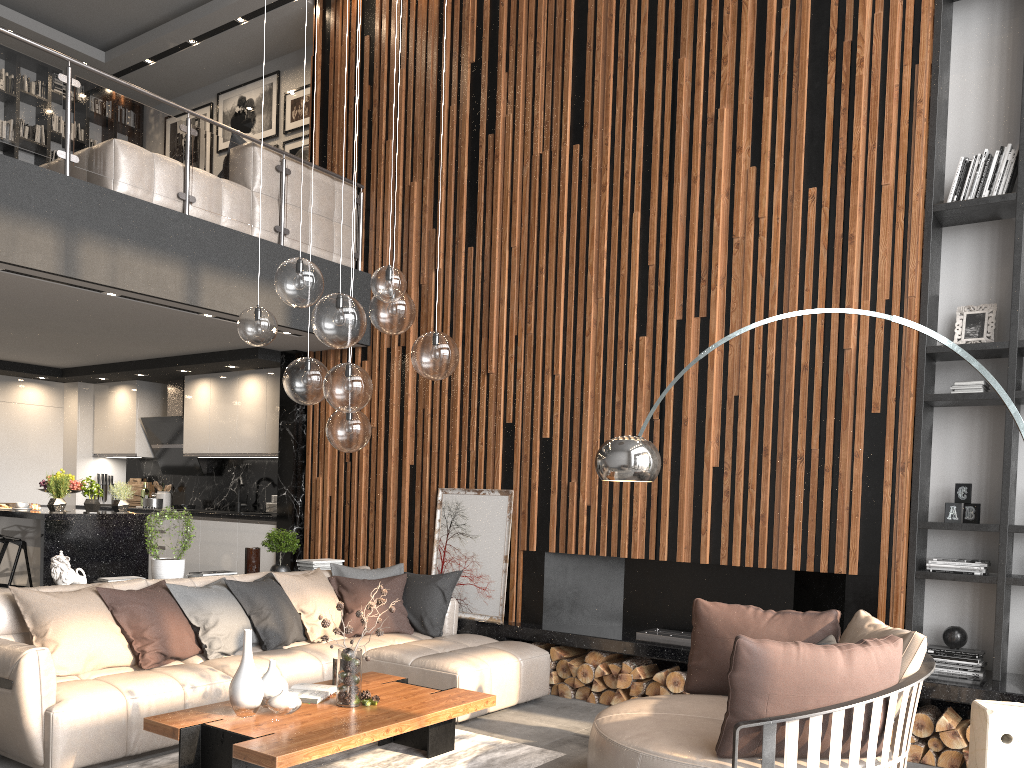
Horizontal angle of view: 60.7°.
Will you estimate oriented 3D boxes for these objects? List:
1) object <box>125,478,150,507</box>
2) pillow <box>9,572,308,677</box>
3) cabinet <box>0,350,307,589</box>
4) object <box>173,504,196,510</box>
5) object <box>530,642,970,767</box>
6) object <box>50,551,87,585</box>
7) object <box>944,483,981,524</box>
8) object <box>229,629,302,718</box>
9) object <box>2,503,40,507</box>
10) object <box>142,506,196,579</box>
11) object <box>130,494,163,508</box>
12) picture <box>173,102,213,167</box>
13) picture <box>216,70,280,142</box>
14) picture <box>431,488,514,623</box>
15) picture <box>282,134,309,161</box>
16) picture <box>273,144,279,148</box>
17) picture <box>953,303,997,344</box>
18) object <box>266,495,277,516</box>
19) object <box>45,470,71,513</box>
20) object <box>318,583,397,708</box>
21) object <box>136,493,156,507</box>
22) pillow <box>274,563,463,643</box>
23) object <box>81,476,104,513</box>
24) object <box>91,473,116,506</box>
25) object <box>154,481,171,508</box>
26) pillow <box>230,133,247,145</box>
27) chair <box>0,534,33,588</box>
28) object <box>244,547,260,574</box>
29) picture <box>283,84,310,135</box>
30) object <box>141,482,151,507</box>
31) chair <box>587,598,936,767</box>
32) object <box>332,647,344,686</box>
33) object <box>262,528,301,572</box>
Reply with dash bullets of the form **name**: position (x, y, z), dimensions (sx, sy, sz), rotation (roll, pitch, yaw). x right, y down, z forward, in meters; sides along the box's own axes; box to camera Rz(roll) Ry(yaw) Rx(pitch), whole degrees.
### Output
- **object**: position (-4.389, 1.265, 10.216), dimensions (0.400, 0.331, 0.098), rotation (-1, -1, 35)
- **pillow**: position (-1.949, 1.429, 5.311), dimensions (0.541, 0.497, 1.956), rotation (0, -7, 34)
- **cabinet**: position (-4.324, 0.672, 8.025), dimensions (6.193, 3.245, 3.641), rotation (-2, -5, 35)
- **object**: position (-3.549, 1.314, 9.388), dimensions (0.232, 0.060, 0.354), rotation (0, -7, 14)
- **object**: position (1.714, 1.990, 5.412), dimensions (4.033, 0.391, 0.438), rotation (-3, -6, 36)
- **object**: position (-2.704, 1.160, 5.341), dimensions (0.208, 0.290, 0.135), rotation (3, 0, -36)
- **object**: position (2.654, 0.703, 5.153), dimensions (0.188, 0.235, 0.059), rotation (1, 0, 33)
- **object**: position (-1.164, 1.333, 4.075), dimensions (0.317, 0.398, 0.319), rotation (3, -2, -36)
- **object**: position (-4.832, 1.175, 8.502), dimensions (0.400, 0.030, 0.292), rotation (-3, -9, 34)
- **object**: position (-2.316, 1.102, 5.898), dimensions (0.215, 0.576, 0.386), rotation (2, -1, 16)
- **object**: position (-3.947, 1.274, 9.497), dimensions (0.347, 0.154, 0.201), rotation (-1, -5, 25)
- **picture**: position (-3.590, -2.509, 9.670), dimensions (0.870, 0.994, 0.025), rotation (0, 1, 35)
- **picture**: position (-2.749, -2.796, 9.080), dimensions (0.990, 0.656, 0.025), rotation (-1, 0, 35)
- **picture**: position (-0.321, 1.306, 6.750), dimensions (0.727, 1.000, 0.101), rotation (1, 1, 35)
- **picture**: position (-2.034, -2.113, 8.586), dimensions (0.644, 0.643, 0.025), rotation (0, 0, 35)
- **picture**: position (-2.510, -2.182, 8.922), dimensions (0.357, 0.442, 0.022), rotation (1, 1, 35)
- **picture**: position (2.726, -0.335, 5.150), dimensions (0.215, 0.271, 0.114), rotation (1, 0, 36)
- **object**: position (-2.242, 1.184, 8.528), dimensions (0.304, 0.195, 0.302), rotation (-2, -6, 38)
- **object**: position (-3.662, 0.860, 7.080), dimensions (0.197, 0.369, 0.186), rotation (2, 0, -10)
- **object**: position (-0.750, 1.290, 4.400), dimensions (0.317, 0.602, 0.544), rotation (2, -2, 6)
- **object**: position (-4.120, 1.322, 9.952), dimensions (0.272, 0.163, 0.181), rotation (-2, -5, 35)
- **pillow**: position (-1.068, 1.606, 6.388), dimensions (1.387, 0.547, 0.763), rotation (5, -5, -25)
- **object**: position (-3.496, 0.920, 7.283), dimensions (0.179, 0.313, 0.172), rotation (2, -1, -44)
- **object**: position (-4.726, 1.226, 10.142), dimensions (0.066, 0.373, 0.323), rotation (3, -1, 35)
- **object**: position (-3.905, 1.243, 9.819), dimensions (0.157, 0.305, 0.175), rotation (2, 0, 38)
- **pillow**: position (-2.276, -1.586, 7.394), dimensions (0.763, 0.546, 1.389), rotation (4, -6, -24)
- **chair**: position (-4.597, 1.607, 7.475), dimensions (1.726, 0.738, 0.436), rotation (-2, -3, 35)
- **object**: position (-1.921, 1.342, 6.477), dimensions (0.108, 0.268, 0.109), rotation (2, 1, 41)
- **picture**: position (-2.070, -2.713, 8.610), dimensions (0.503, 0.411, 0.025), rotation (-1, 0, 35)
- **object**: position (-4.179, 1.267, 10.003), dimensions (0.081, 0.283, 0.089), rotation (3, 1, 35)
- **chair**: position (1.111, 1.507, 4.040), dimensions (1.486, 0.899, 1.447), rotation (5, -6, -28)
- **object**: position (-0.899, 1.522, 4.727), dimensions (0.154, 0.211, 0.077), rotation (3, 0, -45)
- **object**: position (-1.773, 1.304, 6.692), dimensions (0.310, 0.408, 0.272), rotation (2, -1, -5)
